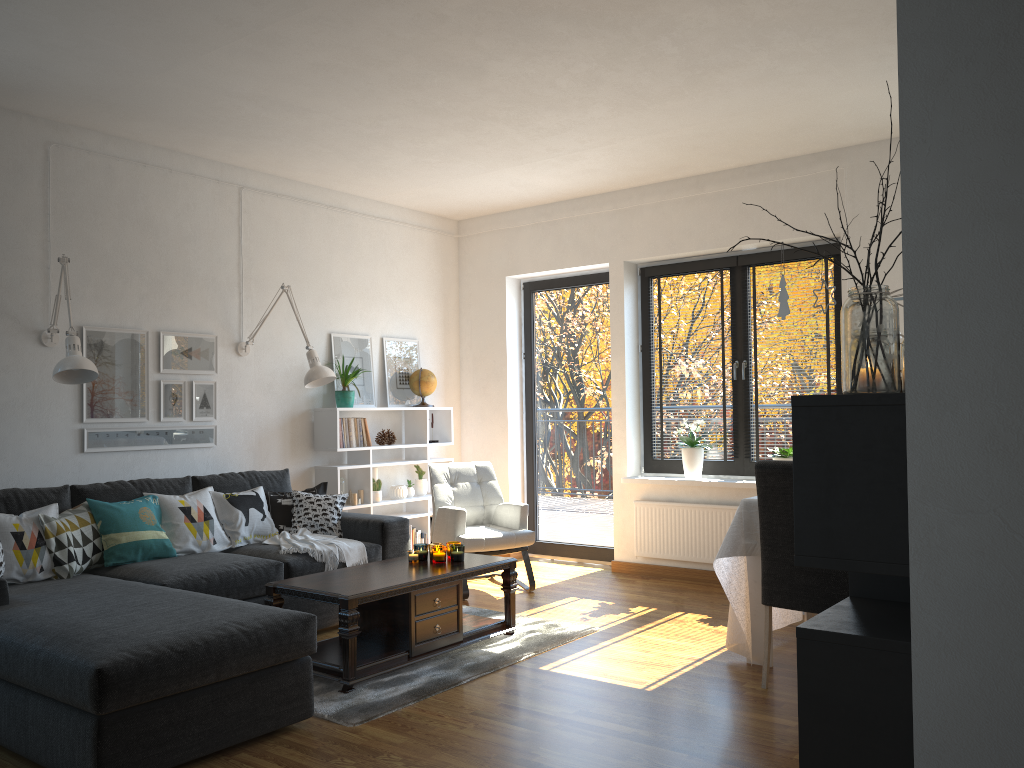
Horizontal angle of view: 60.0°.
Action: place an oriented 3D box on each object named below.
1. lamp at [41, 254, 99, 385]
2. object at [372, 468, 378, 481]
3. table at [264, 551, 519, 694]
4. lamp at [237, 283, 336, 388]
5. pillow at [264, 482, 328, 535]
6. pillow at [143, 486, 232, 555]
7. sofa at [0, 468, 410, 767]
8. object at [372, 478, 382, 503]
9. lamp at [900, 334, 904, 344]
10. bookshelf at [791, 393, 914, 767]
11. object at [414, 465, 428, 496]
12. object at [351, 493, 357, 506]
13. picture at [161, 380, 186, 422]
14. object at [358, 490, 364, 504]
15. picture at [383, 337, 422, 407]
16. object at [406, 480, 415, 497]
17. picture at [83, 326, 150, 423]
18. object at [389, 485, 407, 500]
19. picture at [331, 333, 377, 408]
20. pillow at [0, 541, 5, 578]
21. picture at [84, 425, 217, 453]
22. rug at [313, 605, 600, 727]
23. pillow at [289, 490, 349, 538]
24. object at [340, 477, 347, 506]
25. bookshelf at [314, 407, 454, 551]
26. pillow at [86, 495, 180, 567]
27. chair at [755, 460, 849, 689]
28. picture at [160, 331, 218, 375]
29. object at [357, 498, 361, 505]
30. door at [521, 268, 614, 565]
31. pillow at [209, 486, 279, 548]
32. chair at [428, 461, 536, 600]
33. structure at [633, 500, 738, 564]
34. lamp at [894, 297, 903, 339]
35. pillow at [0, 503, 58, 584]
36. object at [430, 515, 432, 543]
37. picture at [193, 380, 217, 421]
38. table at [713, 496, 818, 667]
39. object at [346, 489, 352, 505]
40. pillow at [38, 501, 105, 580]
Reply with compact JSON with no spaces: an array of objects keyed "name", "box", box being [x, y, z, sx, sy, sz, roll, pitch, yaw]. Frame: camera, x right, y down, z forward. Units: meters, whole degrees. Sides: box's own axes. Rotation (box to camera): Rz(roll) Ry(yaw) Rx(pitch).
[{"name":"lamp","box":[-2.283,-0.326,4.468,0.200,0.669,0.698,0,-2,-43]},{"name":"object","box":[-1.007,0.732,6.493,0.051,0.238,0.051,0,-1,-35]},{"name":"table","box":[-0.546,1.110,4.328,0.570,0.409,1.179,-2,-2,37]},{"name":"lamp","box":[-1.412,-0.303,5.605,0.698,0.669,0.200,-2,-1,28]},{"name":"pillow","box":[-1.338,0.786,5.411,0.449,0.358,0.234,0,-1,-26]},{"name":"pillow","box":[-1.744,0.766,4.852,0.285,0.368,0.436,-2,-2,37]},{"name":"sofa","box":[-1.351,0.913,4.300,2.164,0.847,2.509,-2,-2,37]},{"name":"object","box":[-0.971,0.759,6.326,0.088,0.173,0.087,0,-1,-37]},{"name":"lamp","box":[0.708,-0.041,1.749,0.106,0.131,0.098,0,-2,-40]},{"name":"bookshelf","box":[0.949,0.626,1.929,0.237,1.200,1.190,-2,-2,37]},{"name":"object","box":[-0.695,0.738,6.777,0.098,0.236,0.097,-1,-1,25]},{"name":"object","box":[-1.157,0.802,6.163,0.176,0.084,0.079,-1,-1,6]},{"name":"picture","box":[-2.032,0.100,5.311,0.021,0.248,0.166,-2,-1,37]},{"name":"object","box":[-1.063,0.795,6.235,0.039,0.099,0.039,-2,-1,34]},{"name":"picture","box":[-0.839,-0.084,6.839,0.059,0.532,0.390,-2,-2,37]},{"name":"object","box":[-0.771,0.785,6.689,0.072,0.137,0.072,-1,-1,18]},{"name":"picture","box":[-2.243,-0.050,5.034,0.013,0.534,0.390,-2,-1,37]},{"name":"object","box":[-0.842,0.802,6.569,0.134,0.097,0.132,-1,-2,7]},{"name":"picture","box":[-1.149,-0.092,6.434,0.059,0.532,0.390,-2,-2,37]},{"name":"pillow","box":[-2.309,0.761,3.857,0.160,0.319,0.334,-1,-1,-17]},{"name":"picture","box":[-2.103,0.316,5.210,0.021,0.136,0.837,-2,-2,37]},{"name":"rug","box":[-0.479,1.316,4.384,1.052,0.034,1.813,-2,-2,37]},{"name":"pillow","box":[-1.161,0.797,5.346,0.358,0.312,0.169,-1,-1,-12]},{"name":"object","box":[-1.207,0.745,6.169,0.108,0.197,0.108,0,-2,-41]},{"name":"bookshelf","box":[-0.908,0.774,6.530,0.237,1.200,1.190,-2,-2,37]},{"name":"pillow","box":[-1.955,0.745,4.572,0.273,0.340,0.414,-2,-2,37]},{"name":"chair","box":[1.377,0.798,3.791,0.461,0.960,0.545,-2,-2,42]},{"name":"picture","box":[-1.968,-0.185,5.405,0.021,0.248,0.390,-2,-2,37]},{"name":"object","box":[-1.074,0.821,6.190,0.040,0.044,0.040,0,-2,-26]},{"name":"door","box":[0.480,0.257,6.979,0.976,2.274,0.119,-2,-1,37]},{"name":"pillow","box":[-1.529,0.767,5.122,0.266,0.318,0.382,-2,-2,37]},{"name":"chair","box":[-0.231,0.956,5.961,0.545,0.832,0.685,0,-1,-28]},{"name":"structure","box":[1.460,1.039,5.906,1.457,0.459,0.078,-2,-2,36]},{"name":"lamp","box":[1.974,-0.860,4.003,0.760,1.284,0.131,-2,-1,37]},{"name":"pillow","box":[-2.248,0.740,4.086,0.173,0.344,0.360,-2,-2,37]},{"name":"object","box":[-0.624,1.135,6.867,0.118,0.246,0.126,-2,-2,45]},{"name":"picture","box":[-1.902,0.104,5.480,0.021,0.248,0.166,-2,-1,37]},{"name":"table","box":[1.990,0.894,3.988,1.857,0.762,1.235,-2,-2,38]},{"name":"object","box":[-1.138,0.791,6.242,0.062,0.108,0.062,-2,-2,37]},{"name":"pillow","box":[-2.162,0.765,4.316,0.242,0.363,0.454,-1,-2,4]}]
